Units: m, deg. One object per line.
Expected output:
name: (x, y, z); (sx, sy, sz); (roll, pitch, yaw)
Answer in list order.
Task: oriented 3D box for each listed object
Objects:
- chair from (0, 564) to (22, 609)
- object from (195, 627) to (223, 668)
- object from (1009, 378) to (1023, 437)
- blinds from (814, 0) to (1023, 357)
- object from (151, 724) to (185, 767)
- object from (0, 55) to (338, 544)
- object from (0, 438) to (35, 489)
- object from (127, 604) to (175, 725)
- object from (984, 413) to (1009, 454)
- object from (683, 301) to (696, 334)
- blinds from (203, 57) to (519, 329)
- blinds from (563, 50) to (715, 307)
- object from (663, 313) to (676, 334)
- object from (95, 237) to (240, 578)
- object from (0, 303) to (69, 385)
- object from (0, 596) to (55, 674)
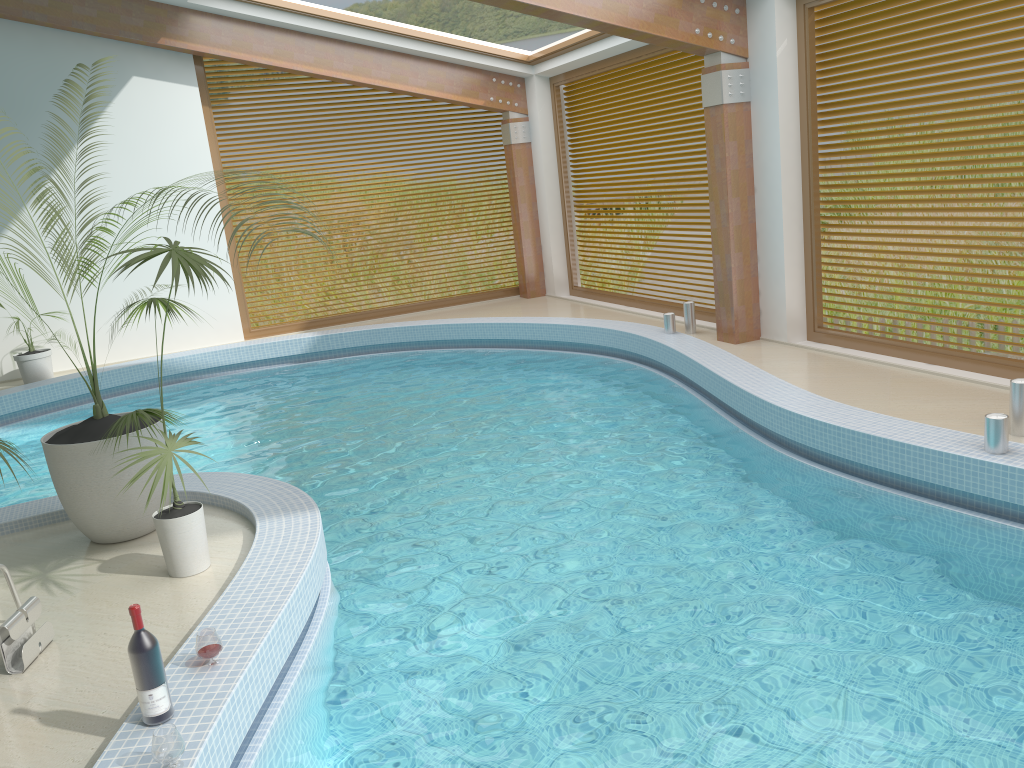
chair: (-2.562, 0.866, 3.821); (0.618, 0.727, 0.563); (-8, 13, -8)
object: (-1.179, 1.027, 3.454); (0.102, 0.137, 0.102); (-9, 14, -12)
object: (2.969, 0.137, 5.177); (0.115, 0.320, 0.115); (1, 15, 27)
blinds: (3.572, -1.540, 6.203); (0.095, 2.921, 4.200); (-11, 14, -20)
object: (-1.097, 1.166, 2.833); (0.102, 0.137, 0.102); (-9, 14, -12)
object: (-2.350, -0.536, 4.763); (2.979, 2.960, 2.729); (-7, 13, -4)
object: (-2.962, 0.294, 4.338); (1.059, 1.695, 0.791); (-3, 14, 14)
object: (-1.270, 0.969, 3.085); (0.109, 0.435, 0.109); (-3, 14, 14)
object: (2.593, 0.264, 4.746); (0.115, 0.194, 0.115); (-2, 14, 19)
object: (1.835, -0.685, 9.155); (0.115, 0.320, 0.115); (1, 15, 27)
blinds: (-1.982, -3.013, 12.568); (4.500, 4.025, 0.099); (-11, 14, -20)
blinds: (1.667, -2.417, 10.778); (0.095, 2.921, 4.200); (-11, 14, -20)
object: (1.579, -0.614, 8.881); (0.115, 0.204, 0.115); (-2, 14, 19)
object: (-1.678, 0.132, 4.411); (0.791, 1.695, 1.059); (-15, 16, -33)
object: (-5.710, -0.636, 10.358); (1.067, 1.310, 0.822); (-8, 13, -9)
object: (-2.095, 1.079, 3.827); (0.081, 0.223, 0.272); (-7, 13, -1)
